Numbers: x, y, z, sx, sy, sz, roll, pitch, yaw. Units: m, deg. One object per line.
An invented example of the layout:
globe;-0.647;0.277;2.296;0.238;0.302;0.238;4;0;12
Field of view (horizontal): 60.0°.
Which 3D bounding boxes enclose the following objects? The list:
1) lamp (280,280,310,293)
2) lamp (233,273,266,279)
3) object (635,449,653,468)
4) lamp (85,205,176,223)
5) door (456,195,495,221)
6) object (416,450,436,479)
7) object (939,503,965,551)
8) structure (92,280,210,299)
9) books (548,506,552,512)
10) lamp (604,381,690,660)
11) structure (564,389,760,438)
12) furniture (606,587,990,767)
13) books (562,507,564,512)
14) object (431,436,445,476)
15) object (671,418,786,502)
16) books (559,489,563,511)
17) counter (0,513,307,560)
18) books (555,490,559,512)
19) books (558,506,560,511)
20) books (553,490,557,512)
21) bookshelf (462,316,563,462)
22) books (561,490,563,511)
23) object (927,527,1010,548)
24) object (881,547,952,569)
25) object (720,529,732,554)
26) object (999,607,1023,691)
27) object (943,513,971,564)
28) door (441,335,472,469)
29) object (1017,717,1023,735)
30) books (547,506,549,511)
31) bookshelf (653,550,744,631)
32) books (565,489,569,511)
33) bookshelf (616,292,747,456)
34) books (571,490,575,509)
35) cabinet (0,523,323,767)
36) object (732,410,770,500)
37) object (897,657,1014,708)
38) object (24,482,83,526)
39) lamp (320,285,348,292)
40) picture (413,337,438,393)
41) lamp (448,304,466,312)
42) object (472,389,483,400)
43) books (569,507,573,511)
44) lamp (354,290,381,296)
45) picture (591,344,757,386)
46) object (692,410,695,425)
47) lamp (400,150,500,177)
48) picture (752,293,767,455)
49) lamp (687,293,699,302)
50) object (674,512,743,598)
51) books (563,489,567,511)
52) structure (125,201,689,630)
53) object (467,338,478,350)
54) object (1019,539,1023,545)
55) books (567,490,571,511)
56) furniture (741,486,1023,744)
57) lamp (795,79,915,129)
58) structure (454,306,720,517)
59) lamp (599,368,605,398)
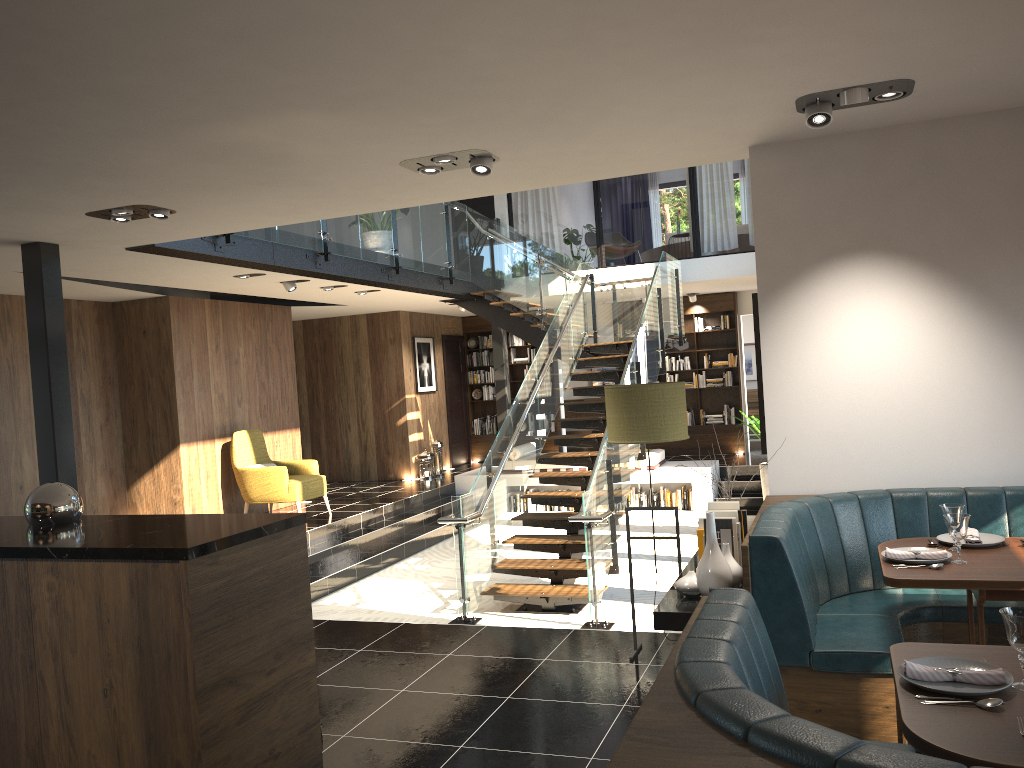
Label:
lamp;-2.310;-1.101;9.436;0.346;0.247;0.195;-4;1;20
lamp;-2.581;-1.122;8.707;0.346;0.158;0.195;-4;1;20
object;1.801;1.235;13.015;0.466;0.510;1.166;-3;1;20
lamp;-2.355;-1.110;5.473;0.502;0.195;0.349;-4;1;20
door;-0.643;-2.746;16.192;0.931;2.348;0.104;-3;1;20
object;-1.375;1.265;14.245;0.262;0.483;0.262;-3;1;20
object;1.896;0.616;3.811;0.098;0.192;0.098;-3;1;18
structure;-6.101;0.358;9.402;1.964;3.018;6.659;-3;1;20
books;0.568;1.725;13.060;0.028;0.282;0.172;-3;1;20
lamp;0.822;0.716;4.796;0.637;1.445;0.437;-5;2;-44
structure;3.014;0.707;18.800;6.278;0.982;0.885;-4;1;20
furniture;1.623;0.997;1.765;2.610;0.822;1.364;-4;1;20
books;0.765;1.730;12.976;0.027;0.246;0.193;-3;1;20
object;-1.207;1.173;14.424;0.182;0.643;0.182;-3;1;20
object;1.094;0.554;4.720;0.607;0.745;0.406;-4;1;-20
books;0.727;1.702;13.022;0.023;0.308;0.126;-3;1;20
counter;-2.622;0.658;3.878;3.574;0.041;0.698;-4;0;20
books;0.672;1.713;13.025;0.025;0.293;0.205;-3;1;20
books;0.704;1.721;13.032;0.029;0.271;0.128;-3;1;20
books;0.640;1.712;13.022;0.033;0.299;0.195;-3;1;20
bookshelf;0.006;0.057;16.180;1.704;2.683;0.273;-3;1;20
books;0.747;1.711;13.006;0.025;0.287;0.169;-3;1;20
object;2.006;0.679;3.919;0.325;0.051;0.269;-4;1;24
object;1.669;0.704;3.662;0.269;0.051;0.324;-4;1;24
object;0.992;0.800;4.089;0.047;0.262;0.020;-3;1;20
object;1.291;0.669;2.238;0.098;0.192;0.098;-3;1;18
object;1.800;0.624;3.578;0.098;0.192;0.098;-3;1;18
door;-1.014;0.302;15.907;0.104;2.348;0.930;-3;1;20
object;1.263;0.745;1.875;0.325;0.051;0.269;-4;1;24
books;0.550;1.736;13.076;0.019;0.261;0.182;-3;1;20
bookshelf;1.007;1.187;4.324;0.356;0.500;1.303;-3;1;20
books;0.813;1.698;12.969;0.020;0.305;0.172;-3;1;20
bookshelf;2.838;-0.124;15.130;2.090;2.683;0.273;-3;1;20
books;0.903;1.698;12.968;0.036;0.293;0.128;-3;1;20
cabinet;-2.590;1.176;3.890;3.565;0.994;0.698;-4;1;20
object;3.094;0.931;10.683;0.876;1.338;0.830;-4;1;9
object;1.139;0.750;2.283;0.269;0.051;0.324;-4;1;24
object;-1.979;0.538;3.832;0.227;0.228;0.227;-4;1;-19
lamp;-2.045;-1.160;10.161;0.346;0.177;0.195;-4;1;20
picture;-1.435;-0.323;14.730;0.028;0.911;0.748;-3;1;20
lamp;-0.808;-1.227;13.511;0.346;0.263;0.195;-4;1;20
object;-0.642;0.197;16.414;0.212;0.222;0.082;-3;1;20
books;0.868;1.721;12.970;0.034;0.252;0.151;-3;1;20
lamp;-1.778;-1.184;10.889;0.346;0.177;0.195;-4;1;20
picture;3.399;-0.341;18.813;3.544;0.748;0.035;-4;1;20
object;3.089;0.571;15.081;0.020;0.262;0.047;-3;1;20
lamp;-0.332;-1.221;4.724;0.502;0.231;0.349;-4;1;20
picture;1.521;-0.068;5.345;0.028;0.911;0.748;-3;1;20
lamp;2.978;-1.481;14.601;0.195;0.277;0.346;-3;1;20
object;0.886;0.748;3.897;0.319;0.398;0.316;-4;1;-4
books;0.793;1.699;12.982;0.026;0.305;0.187;-3;1;20
structure;-0.236;-0.015;9.657;3.448;4.869;7.276;-3;1;19
object;-0.726;-0.746;16.375;0.212;0.222;0.082;-3;1;20
object;2.353;0.657;3.791;0.325;0.051;0.269;-4;1;24
books;0.835;1.702;12.965;0.023;0.293;0.157;-3;1;20
furniture;2.407;0.929;3.781;2.610;0.822;1.364;-4;1;20
lamp;1.550;-1.332;4.027;0.502;0.248;0.349;-4;1;20
structure;1.033;0.278;13.242;3.783;3.246;1.148;-4;1;20
lamp;1.972;-0.057;19.081;0.470;0.726;0.469;-4;1;13
